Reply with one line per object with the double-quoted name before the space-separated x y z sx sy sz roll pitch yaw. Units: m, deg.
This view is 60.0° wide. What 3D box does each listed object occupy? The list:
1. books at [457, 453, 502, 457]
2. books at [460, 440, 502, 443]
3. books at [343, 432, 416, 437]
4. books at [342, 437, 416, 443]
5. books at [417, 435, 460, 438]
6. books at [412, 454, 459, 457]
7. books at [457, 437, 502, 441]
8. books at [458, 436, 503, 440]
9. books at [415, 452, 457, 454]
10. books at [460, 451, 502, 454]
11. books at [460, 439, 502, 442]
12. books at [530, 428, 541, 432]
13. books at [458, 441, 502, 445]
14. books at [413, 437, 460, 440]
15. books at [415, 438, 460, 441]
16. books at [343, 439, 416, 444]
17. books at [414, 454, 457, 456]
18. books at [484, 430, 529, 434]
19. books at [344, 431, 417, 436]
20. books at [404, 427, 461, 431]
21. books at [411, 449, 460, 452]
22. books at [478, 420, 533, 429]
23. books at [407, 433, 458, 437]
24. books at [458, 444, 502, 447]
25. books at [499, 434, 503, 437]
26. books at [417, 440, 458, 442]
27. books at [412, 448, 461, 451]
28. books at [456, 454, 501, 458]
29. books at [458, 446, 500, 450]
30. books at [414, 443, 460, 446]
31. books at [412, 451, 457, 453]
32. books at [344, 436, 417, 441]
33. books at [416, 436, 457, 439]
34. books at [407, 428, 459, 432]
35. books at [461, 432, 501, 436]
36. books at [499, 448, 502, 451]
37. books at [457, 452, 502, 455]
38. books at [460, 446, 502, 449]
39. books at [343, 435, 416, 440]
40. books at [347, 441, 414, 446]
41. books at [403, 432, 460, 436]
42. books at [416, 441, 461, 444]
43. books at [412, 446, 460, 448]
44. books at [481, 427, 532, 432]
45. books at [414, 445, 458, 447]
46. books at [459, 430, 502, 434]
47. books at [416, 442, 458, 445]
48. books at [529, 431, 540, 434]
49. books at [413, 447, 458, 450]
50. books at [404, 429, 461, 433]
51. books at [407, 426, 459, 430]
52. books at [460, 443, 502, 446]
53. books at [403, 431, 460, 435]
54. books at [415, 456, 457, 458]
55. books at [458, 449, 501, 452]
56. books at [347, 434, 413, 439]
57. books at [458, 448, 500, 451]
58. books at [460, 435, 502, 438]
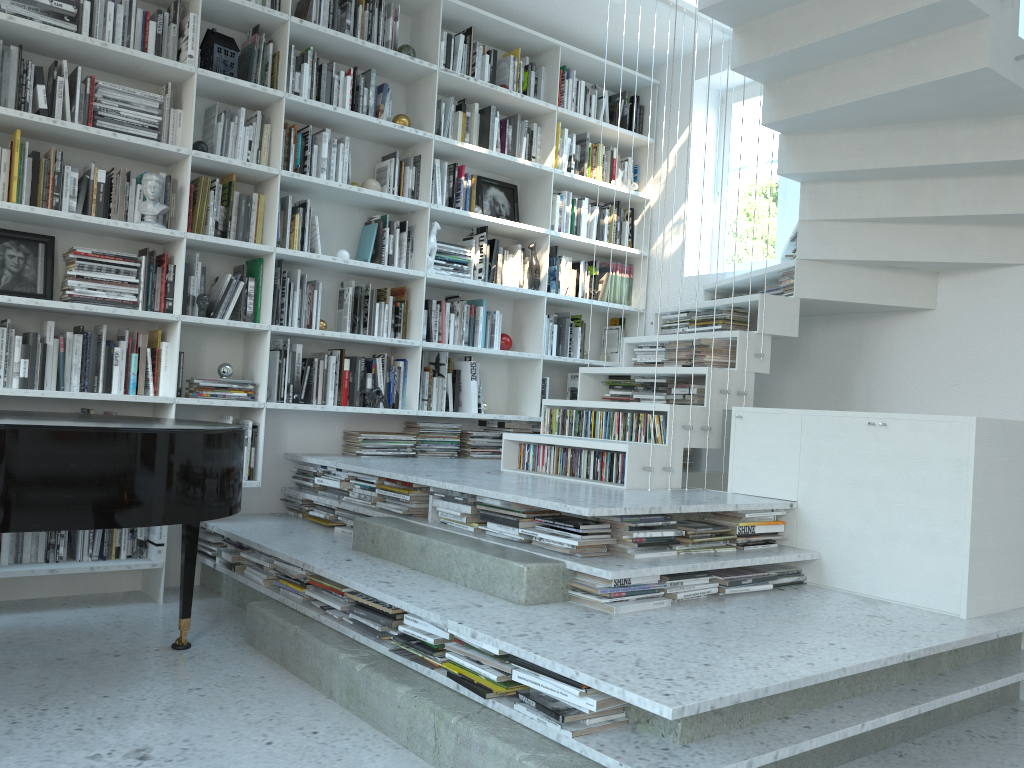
"books" -0.165 0.415 5.225 0.328 0.008 0.207 4 -2 -35
"books" -0.161 0.339 5.225 0.328 0.008 0.207 5 -2 -41
"books" -0.715 0.274 4.796 0.346 0.007 0.193 5 -2 -40
"books" -0.716 0.303 4.795 0.346 0.007 0.193 5 -2 -36
"books" -0.455 0.292 4.998 0.285 0.005 0.159 5 -2 -40
"books" -0.463 0.400 5.001 0.285 0.007 0.159 5 -2 -38
"books" -0.164 0.324 5.230 0.368 0.007 0.205 5 -2 -39
"books" -0.157 0.316 5.221 0.328 0.008 0.207 4 -2 -33
"books" -0.462 0.386 5.001 0.254 0.007 0.161 5 -2 -38
"books" -0.170 0.399 5.231 0.328 0.008 0.207 5 -2 -38
"books" -0.163 0.331 5.228 0.328 0.008 0.207 5 -2 -36
"books" 0.151 0.282 5.472 0.354 0.017 0.198 5 -2 -36
"books" -0.162 0.347 5.225 0.368 0.007 0.205 4 -2 -35
"books" -0.456 0.304 5.004 0.285 0.007 0.159 5 -2 -38
"books" -0.455 0.311 5.002 0.285 0.007 0.159 5 -2 -37
"books" -0.715 0.311 4.793 0.346 0.007 0.193 5 -2 -41
"books" -0.457 0.393 4.994 0.254 0.007 0.161 4 -2 -34
"books" -0.031 0.289 5.280 0.165 0.015 0.243 4 -2 -35
"books" -0.714 0.266 4.796 0.346 0.007 0.193 5 -2 -36
"books" -0.449 0.255 4.999 0.285 0.005 0.159 5 -2 -41
"books" -0.456 0.372 4.994 0.285 0.007 0.159 5 -2 -42
"books" -0.041 0.241 5.271 0.204 0.035 0.266 5 -2 -37
"books" -0.456 0.287 5.000 0.254 0.006 0.161 5 -2 -39
"books" -0.166 0.362 5.230 0.368 0.007 0.205 5 -2 -37
"books" -0.037 0.305 5.276 0.173 0.019 0.196 4 -2 -33
"books" -0.456 0.318 5.001 0.254 0.007 0.161 5 -2 -37
"books" -0.452 0.366 4.994 0.285 0.007 0.159 4 -2 -33
"books" -0.164 0.422 5.222 0.328 0.008 0.207 5 -2 -42
"books" -0.165 0.377 5.227 0.328 0.008 0.207 5 -2 -36
"books" -0.452 0.338 4.995 0.285 0.007 0.159 5 -2 -42
"books" -0.460 0.379 4.999 0.254 0.007 0.161 5 -2 -37
"books" -0.711 0.296 4.788 0.346 0.007 0.193 5 -2 -43
"books" -0.458 0.297 5.002 0.254 0.006 0.161 5 -2 -38
"books" -0.448 0.260 4.997 0.254 0.006 0.161 4 -2 -34
"books" -0.155 0.293 5.221 0.368 0.007 0.205 5 -2 -43
"books" -0.041 0.387 5.276 0.183 0.012 0.206 5 -2 -39
"books" -0.169 0.407 5.230 0.368 0.007 0.205 5 -2 -37
"books" -0.165 0.369 5.227 0.328 0.008 0.207 5 -2 -40
"books" -0.716 0.289 4.795 0.346 0.007 0.193 5 -2 -36
"books" -0.712 0.318 4.789 0.308 0.008 0.195 4 -2 -33
"books" -0.456 0.281 5.000 0.285 0.005 0.159 5 -2 -37
"books" -0.450 0.325 4.994 0.285 0.007 0.159 5 -2 -43
"books" -0.456 0.352 4.999 0.285 0.007 0.159 5 -2 -36
"books" -0.031 0.271 5.280 0.159 0.012 0.285 5 -2 -42
"books" -0.453 0.345 4.996 0.254 0.007 0.161 5 -2 -42
"books" -0.160 0.285 5.228 0.368 0.007 0.205 5 -2 -36
"books" -0.456 0.331 5.001 0.254 0.007 0.161 5 -2 -37
"books" 0.153 0.299 5.467 0.315 0.018 0.199 5 -2 -42
"books" -0.453 0.359 4.996 0.254 0.007 0.161 5 -2 -42
"books" -0.450 0.265 4.995 0.285 0.005 0.159 5 -2 -42
"books" -0.446 0.249 4.996 0.254 0.006 0.161 5 -2 -43
"books" -0.166 0.354 5.230 0.328 0.008 0.207 5 -2 -37
"books" -0.456 0.276 5.000 0.285 0.005 0.159 5 -2 -39
"books" -0.459 0.407 4.995 0.254 0.007 0.161 4 -2 -35
"books" -0.168 0.392 5.229 0.328 0.008 0.207 5 -2 -39
"books" -0.715 0.281 4.795 0.308 0.008 0.195 5 -2 -36
"books" -0.164 0.384 5.225 0.368 0.007 0.205 5 -2 -41
"books" -0.161 0.308 5.228 0.328 0.008 0.207 5 -2 -36
